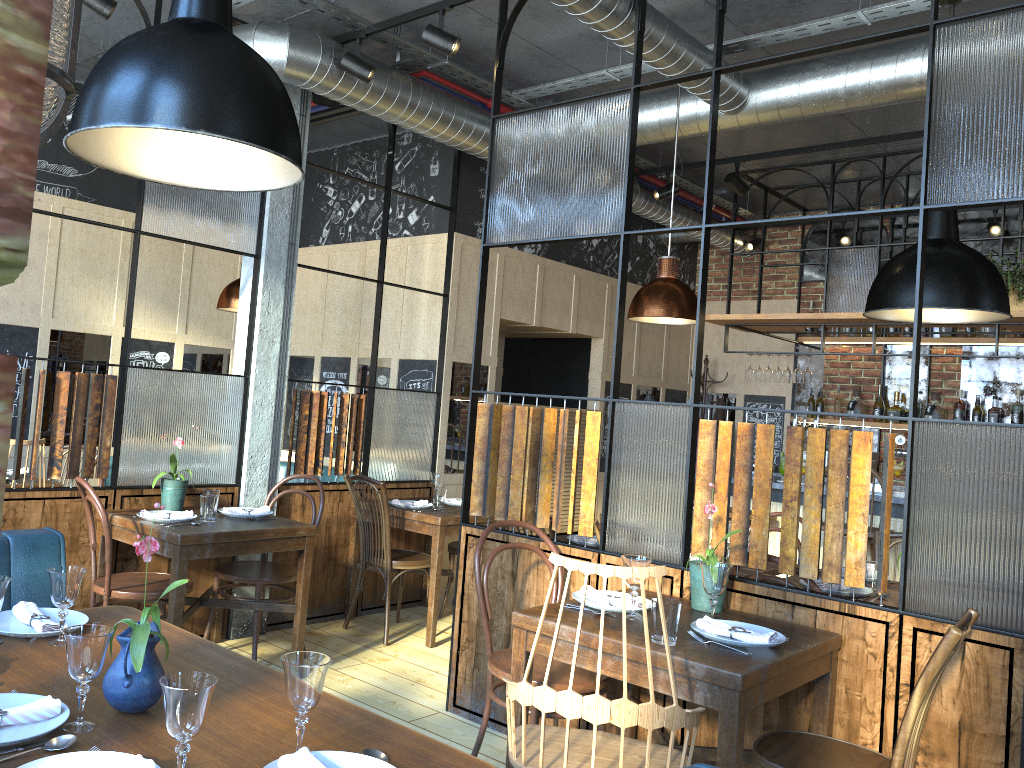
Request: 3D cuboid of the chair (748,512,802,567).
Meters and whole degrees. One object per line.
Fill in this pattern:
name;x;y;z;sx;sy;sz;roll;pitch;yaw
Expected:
chair;1.215;1.118;4.488;0.526;0.921;0.456;6;-3;-32

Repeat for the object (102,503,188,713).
object;-0.786;0.481;1.879;0.131;0.431;0.227;6;-3;-31

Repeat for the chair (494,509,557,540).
chair;0.179;1.028;4.058;0.496;0.916;0.425;6;-3;-45

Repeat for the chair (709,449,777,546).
chair;1.577;1.057;6.196;0.396;1.196;0.452;6;-3;-30

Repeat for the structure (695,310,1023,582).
structure;2.792;0.662;6.474;2.451;2.175;1.657;3;-3;41

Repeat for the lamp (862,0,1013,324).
lamp;1.766;-0.934;3.610;0.505;1.327;0.553;6;-3;-37

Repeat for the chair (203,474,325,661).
chair;-1.258;0.931;4.506;0.458;0.921;0.525;3;-3;32

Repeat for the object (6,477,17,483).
object;-2.947;0.521;4.930;0.282;0.051;0.309;3;-2;44

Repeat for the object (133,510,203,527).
object;-1.575;0.603;4.048;0.340;0.051;0.256;3;-2;44

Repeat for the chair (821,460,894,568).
chair;2.201;1.091;5.694;0.455;1.196;0.393;2;-3;35

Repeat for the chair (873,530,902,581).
chair;1.713;1.142;3.940;0.425;0.916;0.496;2;-3;40

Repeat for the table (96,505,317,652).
table;-1.488;1.004;4.212;0.786;0.727;0.714;3;-3;41

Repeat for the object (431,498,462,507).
object;-0.345;0.736;5.572;0.340;0.051;0.256;3;-2;44

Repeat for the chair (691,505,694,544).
chair;0.799;1.093;4.749;0.416;0.916;0.507;4;-2;15

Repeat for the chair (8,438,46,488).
chair;-2.799;0.784;4.783;0.469;1.006;0.514;3;-3;27

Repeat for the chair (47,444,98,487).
chair;-2.858;0.832;5.400;0.416;0.916;0.507;4;-2;15

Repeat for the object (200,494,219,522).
object;-1.419;0.581;4.118;0.086;0.119;0.083;4;-2;10

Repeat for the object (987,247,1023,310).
object;3.113;-0.619;5.378;0.514;0.370;0.588;4;-2;18

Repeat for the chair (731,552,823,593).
chair;1.062;1.073;3.214;0.526;0.921;0.456;6;-3;-32

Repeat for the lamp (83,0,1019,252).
lamp;1.557;-1.447;4.731;7.573;0.274;5.964;3;-2;41

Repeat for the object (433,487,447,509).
object;-0.439;0.687;5.302;0.082;0.119;0.086;5;-2;-18

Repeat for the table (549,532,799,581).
table;0.718;1.173;4.273;1.080;0.728;0.693;3;-3;41

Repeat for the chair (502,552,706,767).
chair;0.229;0.950;2.349;0.548;1.006;0.440;4;-2;13

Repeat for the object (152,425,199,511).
object;-1.675;0.416;4.381;0.150;0.427;0.197;4;-2;11

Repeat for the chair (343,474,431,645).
chair;-0.704;0.989;5.120;0.496;0.916;0.425;6;-3;-45

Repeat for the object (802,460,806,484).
object;2.093;0.614;6.319;0.102;0.197;0.109;5;-2;-21

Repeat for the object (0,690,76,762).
object;-0.997;0.651;1.714;0.340;0.051;0.256;3;-2;44

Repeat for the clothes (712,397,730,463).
clothes;1.919;0.511;8.111;0.222;0.771;0.226;2;-3;38

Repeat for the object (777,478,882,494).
object;2.218;0.669;6.160;0.804;0.106;0.191;3;-2;41

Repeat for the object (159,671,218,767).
object;-0.566;0.607;1.519;0.095;0.192;0.101;5;-2;-20

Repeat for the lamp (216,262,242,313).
lamp;-1.679;-1.134;5.737;0.377;1.336;0.359;4;-3;13

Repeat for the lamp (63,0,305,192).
lamp;-0.689;-1.162;2.036;0.507;1.327;0.551;6;-3;-32

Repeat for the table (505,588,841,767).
table;0.498;1.117;2.774;0.786;0.727;0.714;3;-3;41

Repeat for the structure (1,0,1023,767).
structure;1.474;-0.047;5.159;6.069;3.329;5.804;4;-2;24

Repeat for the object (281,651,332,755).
object;-0.403;0.624;1.695;0.095;0.192;0.101;5;-2;-20

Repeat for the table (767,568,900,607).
table;1.613;1.220;3.495;1.080;0.728;0.693;3;-3;41

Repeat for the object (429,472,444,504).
object;-0.480;0.654;5.526;0.094;0.192;0.102;5;-3;-29

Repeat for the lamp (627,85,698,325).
lamp;0.811;-0.979;4.442;0.377;1.336;0.359;4;-3;13

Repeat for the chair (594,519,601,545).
chair;0.616;1.055;3.841;0.496;0.916;0.425;6;-3;-45

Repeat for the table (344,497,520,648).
table;-0.489;1.111;5.397;0.786;0.727;0.714;3;-3;41

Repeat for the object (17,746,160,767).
object;-0.704;0.666;1.459;0.340;0.051;0.256;3;-2;44

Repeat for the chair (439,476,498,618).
chair;-0.205;1.044;5.773;0.416;0.916;0.507;4;-2;15

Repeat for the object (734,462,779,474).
object;2.134;1.217;7.805;0.391;1.036;0.406;5;-3;-14

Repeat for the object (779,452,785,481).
object;1.987;0.602;6.435;0.071;0.211;0.066;3;-3;24

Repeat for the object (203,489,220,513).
object;-1.488;0.582;4.348;0.086;0.119;0.083;4;-2;10

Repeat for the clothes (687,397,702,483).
clothes;1.625;0.504;8.097;0.233;0.792;0.279;5;-3;-23

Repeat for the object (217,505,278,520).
object;-1.336;0.630;4.397;0.340;0.051;0.256;3;-2;44

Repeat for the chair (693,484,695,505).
chair;1.439;1.067;6.973;0.432;1.196;0.414;2;-3;40

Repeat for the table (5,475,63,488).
table;-3.155;0.900;5.078;0.786;0.727;0.714;3;-3;41

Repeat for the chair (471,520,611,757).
chair;0.105;1.000;3.222;0.421;0.921;0.570;5;-3;-28

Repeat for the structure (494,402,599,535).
structure;2.401;0.814;6.155;5.140;0.995;1.233;4;-2;17

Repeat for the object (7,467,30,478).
object;-3.060;0.523;5.326;0.340;0.051;0.256;3;-2;44

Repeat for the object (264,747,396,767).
object;-0.303;0.699;1.562;0.282;0.051;0.309;3;-2;44

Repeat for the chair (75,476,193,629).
chair;-1.710;0.882;3.958;0.526;0.921;0.456;6;-3;-32

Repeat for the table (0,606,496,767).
table;-0.881;1.022;1.918;1.613;0.661;0.784;3;-2;41

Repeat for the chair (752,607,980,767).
chair;0.945;1.043;2.433;0.545;0.916;0.386;3;-3;36
